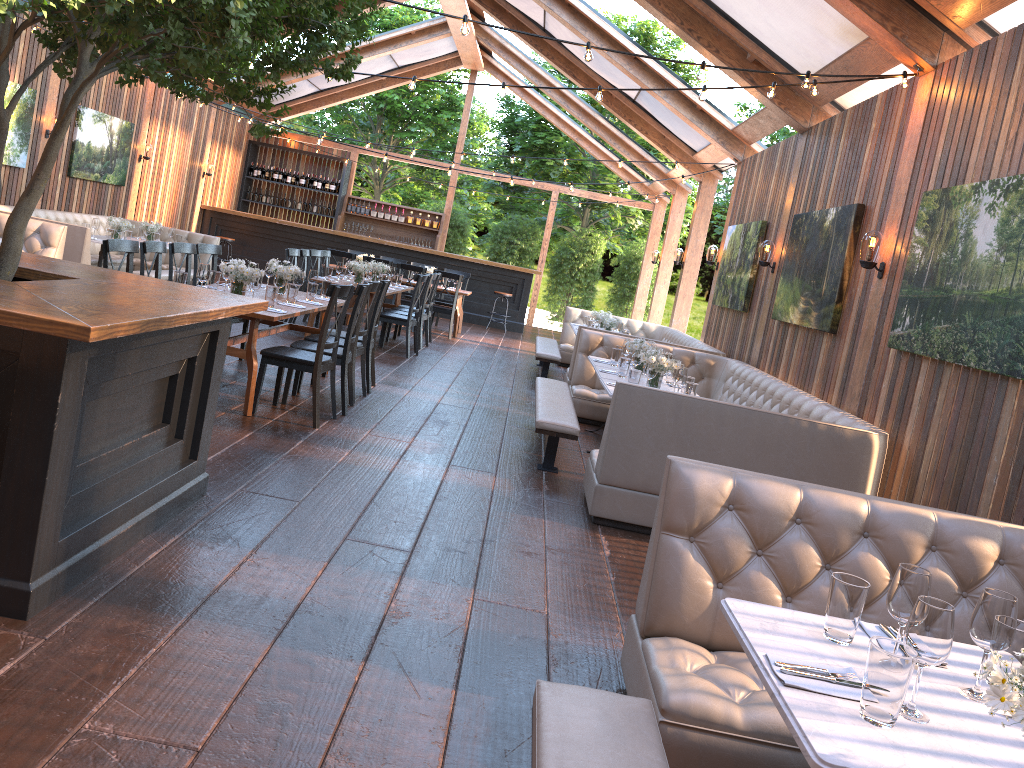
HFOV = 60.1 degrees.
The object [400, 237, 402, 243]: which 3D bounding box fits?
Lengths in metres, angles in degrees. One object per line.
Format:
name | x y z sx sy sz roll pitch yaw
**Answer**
object | -2.450 -3.212 19.701 0.097 0.134 0.098 10 6 -13

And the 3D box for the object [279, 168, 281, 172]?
object | -5.151 -4.616 19.546 0.080 0.322 0.082 9 5 -21

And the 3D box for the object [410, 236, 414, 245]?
object | -2.191 -3.142 19.389 0.073 0.180 0.074 9 5 -25

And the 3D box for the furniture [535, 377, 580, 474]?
furniture | 0.316 0.296 7.250 0.313 0.396 2.344 11 8 0

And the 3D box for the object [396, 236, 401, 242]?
object | -2.521 -3.208 19.574 0.097 0.134 0.098 10 6 -13

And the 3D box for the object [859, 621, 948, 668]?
object | 0.992 0.659 2.233 0.157 0.019 0.257 11 8 0

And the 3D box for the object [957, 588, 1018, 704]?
object | 1.083 0.594 2.012 0.092 0.243 0.093 7 6 -42

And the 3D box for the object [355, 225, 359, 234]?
object | -3.406 -3.391 19.433 0.070 0.184 0.070 12 5 5

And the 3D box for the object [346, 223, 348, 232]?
object | -3.611 -3.440 19.497 0.070 0.184 0.070 12 5 5

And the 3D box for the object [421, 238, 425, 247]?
object | -1.951 -3.094 19.386 0.073 0.180 0.074 9 5 -25

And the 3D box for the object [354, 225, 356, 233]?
object | -3.443 -3.409 19.511 0.070 0.184 0.070 12 5 5

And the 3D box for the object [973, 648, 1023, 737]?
object | 0.954 0.612 1.482 0.339 0.308 0.328 17 9 42

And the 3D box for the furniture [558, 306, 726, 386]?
furniture | 1.541 -0.344 11.736 1.709 0.854 4.185 11 8 0

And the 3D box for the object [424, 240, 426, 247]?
object | -1.883 -3.094 19.477 0.073 0.180 0.074 9 5 -25

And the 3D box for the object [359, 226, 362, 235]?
object | -3.330 -3.371 19.403 0.070 0.184 0.070 12 5 5

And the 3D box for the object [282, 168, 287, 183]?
object | -4.971 -4.553 19.357 0.080 0.322 0.082 9 5 -21

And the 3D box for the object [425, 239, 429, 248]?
object | -1.873 -3.081 19.401 0.073 0.180 0.074 9 5 -25

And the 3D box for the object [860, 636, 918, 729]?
object | 0.754 0.605 1.788 0.091 0.157 0.092 10 5 -13

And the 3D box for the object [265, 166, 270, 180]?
object | -5.354 -4.629 19.402 0.078 0.310 0.078 11 5 -4

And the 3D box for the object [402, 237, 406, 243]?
object | -2.400 -3.183 19.566 0.097 0.134 0.098 10 6 -13

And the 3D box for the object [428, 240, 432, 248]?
object | -1.804 -3.063 19.372 0.073 0.180 0.074 9 5 -25

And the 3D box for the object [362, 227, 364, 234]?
object | -3.268 -3.373 19.500 0.070 0.184 0.070 12 5 5

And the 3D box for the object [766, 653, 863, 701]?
object | 0.697 0.643 1.942 0.255 0.019 0.158 11 8 1

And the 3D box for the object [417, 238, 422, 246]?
object | -2.031 -3.110 19.387 0.073 0.180 0.074 9 5 -25

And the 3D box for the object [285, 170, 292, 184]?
object | -4.932 -4.557 19.479 0.135 0.314 0.137 7 6 -38

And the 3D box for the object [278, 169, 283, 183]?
object | -5.060 -4.565 19.386 0.077 0.305 0.077 13 5 17

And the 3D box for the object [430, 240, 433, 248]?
object | -1.795 -3.073 19.454 0.073 0.180 0.074 9 5 -25

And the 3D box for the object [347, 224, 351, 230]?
object | -3.589 -3.424 19.414 0.070 0.184 0.070 12 5 5

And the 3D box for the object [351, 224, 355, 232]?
object | -3.493 -3.405 19.414 0.070 0.184 0.070 12 5 5

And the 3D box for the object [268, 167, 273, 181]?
object | -5.276 -4.602 19.360 0.076 0.301 0.075 13 5 17

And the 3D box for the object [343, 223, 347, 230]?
object | -3.673 -3.442 19.422 0.070 0.184 0.070 12 5 5

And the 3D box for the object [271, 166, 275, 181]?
object | -5.272 -4.637 19.503 0.087 0.333 0.088 10 5 -19

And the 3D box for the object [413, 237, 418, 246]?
object | -2.113 -3.125 19.378 0.073 0.180 0.074 9 5 -25

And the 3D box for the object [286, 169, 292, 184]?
object | -4.870 -4.538 19.361 0.087 0.333 0.088 10 5 -19

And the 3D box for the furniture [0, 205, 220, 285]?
furniture | -5.521 -1.753 11.822 1.709 0.854 4.185 11 8 0

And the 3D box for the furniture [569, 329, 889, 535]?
furniture | 1.418 0.283 7.216 1.709 0.854 4.185 11 8 0

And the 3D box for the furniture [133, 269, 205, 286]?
furniture | -4.476 -1.310 11.820 0.313 0.396 2.344 11 8 0

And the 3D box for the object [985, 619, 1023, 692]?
object | 1.178 0.644 2.100 0.091 0.157 0.092 10 5 -13

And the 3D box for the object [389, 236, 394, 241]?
object | -2.676 -3.223 19.589 0.124 0.096 0.124 13 7 12

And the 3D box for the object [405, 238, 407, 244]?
object | -2.335 -3.187 19.684 0.097 0.134 0.098 10 6 -13

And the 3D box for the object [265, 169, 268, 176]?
object | -5.384 -4.646 19.489 0.077 0.307 0.078 9 5 -21

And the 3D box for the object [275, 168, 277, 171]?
object | -5.243 -4.630 19.588 0.077 0.305 0.077 13 5 17

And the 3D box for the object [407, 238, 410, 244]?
object | -2.291 -3.164 19.582 0.097 0.134 0.098 10 6 -13

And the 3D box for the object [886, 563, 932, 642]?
object | 0.923 0.552 2.085 0.092 0.243 0.093 7 6 -42

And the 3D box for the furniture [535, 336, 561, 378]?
furniture | 0.439 -0.329 11.756 0.313 0.396 2.344 11 8 0

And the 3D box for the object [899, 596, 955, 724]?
object | 0.859 0.573 1.848 0.092 0.243 0.093 7 6 -42

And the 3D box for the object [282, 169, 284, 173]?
object | -5.060 -4.581 19.507 0.076 0.301 0.075 13 5 17

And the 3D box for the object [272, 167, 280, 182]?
object | -5.170 -4.596 19.422 0.135 0.314 0.137 7 6 -38

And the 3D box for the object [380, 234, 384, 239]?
object | -2.906 -3.287 19.716 0.124 0.096 0.124 13 7 12

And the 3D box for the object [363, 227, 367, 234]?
object | -3.235 -3.355 19.416 0.070 0.184 0.070 12 5 5

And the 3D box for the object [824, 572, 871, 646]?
object | 0.824 0.560 2.196 0.091 0.157 0.092 10 5 -13

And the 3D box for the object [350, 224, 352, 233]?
object | -3.525 -3.425 19.506 0.070 0.184 0.070 12 5 5
